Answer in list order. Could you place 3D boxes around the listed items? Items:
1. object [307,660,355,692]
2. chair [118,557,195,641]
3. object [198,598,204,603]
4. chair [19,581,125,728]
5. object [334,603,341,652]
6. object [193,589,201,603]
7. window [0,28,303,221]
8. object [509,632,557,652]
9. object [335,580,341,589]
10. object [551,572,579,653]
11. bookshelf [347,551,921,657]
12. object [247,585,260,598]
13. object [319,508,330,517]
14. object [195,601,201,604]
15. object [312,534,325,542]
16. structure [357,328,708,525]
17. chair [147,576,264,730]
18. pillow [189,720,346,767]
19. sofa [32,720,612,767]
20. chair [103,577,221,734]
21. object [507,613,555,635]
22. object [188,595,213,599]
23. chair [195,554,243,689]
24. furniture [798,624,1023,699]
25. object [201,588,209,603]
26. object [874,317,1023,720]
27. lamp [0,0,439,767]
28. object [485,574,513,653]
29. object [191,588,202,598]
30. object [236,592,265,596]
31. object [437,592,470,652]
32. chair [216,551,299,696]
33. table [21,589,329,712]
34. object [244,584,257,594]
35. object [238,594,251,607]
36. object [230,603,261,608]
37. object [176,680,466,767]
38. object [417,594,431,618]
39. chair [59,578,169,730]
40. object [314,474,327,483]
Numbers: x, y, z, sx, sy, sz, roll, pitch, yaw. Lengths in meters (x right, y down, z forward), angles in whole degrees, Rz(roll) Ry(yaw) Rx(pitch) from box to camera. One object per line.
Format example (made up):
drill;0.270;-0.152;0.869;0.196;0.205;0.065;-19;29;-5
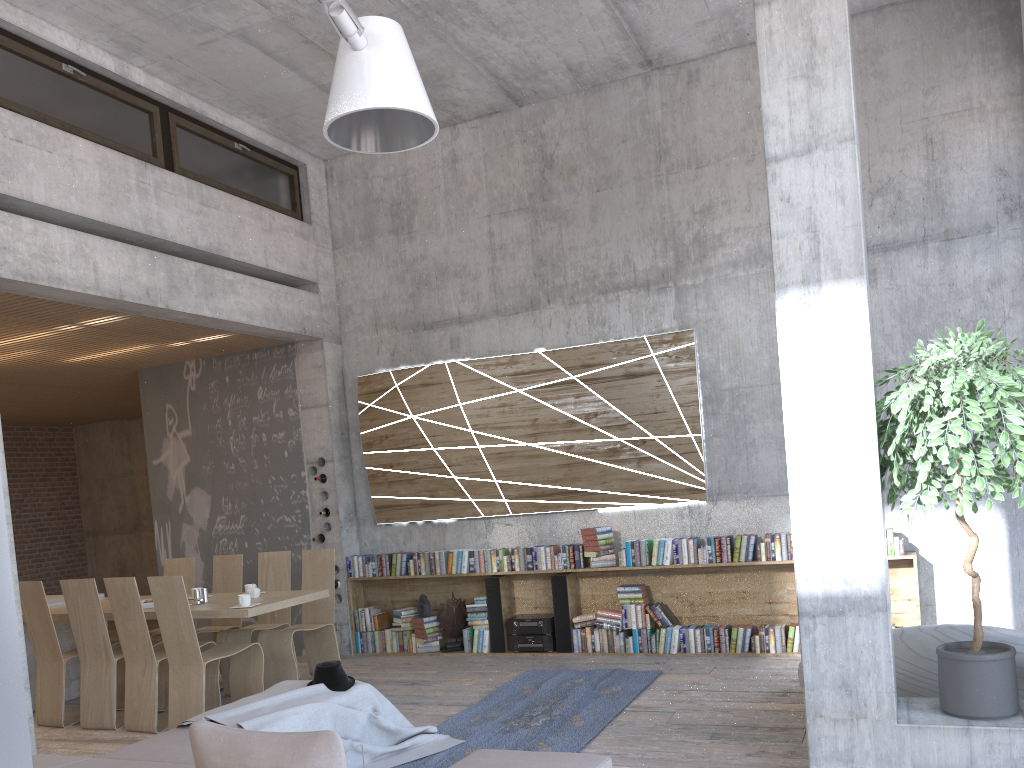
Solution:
object;-1.135;1.819;5.479;0.303;0.169;0.299;-6;-4;11
chair;-3.255;2.240;8.110;0.350;1.196;0.719;-4;0;17
object;-2.501;1.739;7.049;0.051;0.045;0.051;-7;-3;42
chair;-3.616;2.180;7.286;0.351;1.196;0.717;-4;0;28
object;-1.877;2.465;8.917;0.248;0.683;0.271;-5;1;-14
object;-2.547;1.716;7.093;0.052;0.110;0.053;-5;1;-21
window;-3.824;-2.166;5.016;0.114;0.606;8.430;-4;-5;23
object;0.229;2.449;8.353;0.442;0.164;0.292;-7;-5;24
object;-1.773;2.067;9.097;0.095;0.095;0.337;-6;-6;23
object;0.510;2.156;8.228;0.153;0.761;0.271;-4;2;23
bookshelf;0.824;2.077;8.073;5.351;0.805;0.301;-8;0;24
object;-2.120;1.703;7.194;0.089;0.112;0.122;-5;-2;15
object;-1.879;1.328;9.088;0.094;0.093;0.346;-6;-6;23
object;-2.519;1.752;7.035;0.051;0.019;0.051;-6;-5;6
object;-1.957;1.599;9.101;0.095;0.095;0.337;-6;-6;23
structure;0.048;0.478;8.265;3.430;1.538;0.356;-7;1;24
chair;-2.265;1.987;6.592;0.351;1.196;0.718;-4;0;27
pillow;-0.698;1.284;2.645;0.566;0.558;0.220;-6;1;26
sofa;-1.101;1.785;4.006;3.014;0.785;3.008;-7;-6;24
chair;-2.702;2.054;6.855;0.351;1.196;0.717;-4;0;28
object;0.213;2.288;8.342;0.442;0.161;0.303;-7;-5;24
object;-2.694;1.836;7.529;0.186;0.014;0.185;-10;-8;36
chair;-2.769;2.182;7.960;0.350;1.196;0.718;-4;0;23
furniture;2.699;1.801;5.497;1.785;0.811;1.643;-2;-5;-29
object;-2.490;1.711;7.105;0.052;0.112;0.052;-5;1;-21
object;2.205;0.639;4.191;0.998;1.866;0.969;-5;0;-10
lamp;-0.756;0.268;2.410;0.758;3.426;2.624;-5;-1;11
object;-0.110;2.240;8.503;0.153;0.761;0.271;-4;2;23
object;-2.701;1.798;7.536;0.093;0.088;0.117;-5;-3;-2
object;-2.214;1.785;7.450;0.186;0.014;0.185;-8;-7;27
object;-0.569;2.349;8.713;0.343;0.569;0.196;-5;1;-16
chair;-2.274;2.125;7.829;0.350;1.196;0.718;-4;0;19
table;-4.065;2.430;7.949;5.215;0.924;1.009;-8;-3;24
object;-2.222;1.748;7.455;0.093;0.088;0.117;-4;-3;-12
object;-2.008;1.631;6.594;0.093;0.088;0.118;-4;-3;-23
object;-2.010;1.675;6.608;0.185;0.014;0.186;-6;-6;10
object;-1.193;2.077;5.340;1.053;0.502;1.590;-9;-7;42
object;-0.876;2.201;8.709;0.146;0.229;0.135;-5;0;21
chair;-3.157;2.117;7.075;0.350;1.196;0.718;-4;0;20
object;-1.925;0.973;9.039;0.091;0.090;0.335;-6;-6;23
